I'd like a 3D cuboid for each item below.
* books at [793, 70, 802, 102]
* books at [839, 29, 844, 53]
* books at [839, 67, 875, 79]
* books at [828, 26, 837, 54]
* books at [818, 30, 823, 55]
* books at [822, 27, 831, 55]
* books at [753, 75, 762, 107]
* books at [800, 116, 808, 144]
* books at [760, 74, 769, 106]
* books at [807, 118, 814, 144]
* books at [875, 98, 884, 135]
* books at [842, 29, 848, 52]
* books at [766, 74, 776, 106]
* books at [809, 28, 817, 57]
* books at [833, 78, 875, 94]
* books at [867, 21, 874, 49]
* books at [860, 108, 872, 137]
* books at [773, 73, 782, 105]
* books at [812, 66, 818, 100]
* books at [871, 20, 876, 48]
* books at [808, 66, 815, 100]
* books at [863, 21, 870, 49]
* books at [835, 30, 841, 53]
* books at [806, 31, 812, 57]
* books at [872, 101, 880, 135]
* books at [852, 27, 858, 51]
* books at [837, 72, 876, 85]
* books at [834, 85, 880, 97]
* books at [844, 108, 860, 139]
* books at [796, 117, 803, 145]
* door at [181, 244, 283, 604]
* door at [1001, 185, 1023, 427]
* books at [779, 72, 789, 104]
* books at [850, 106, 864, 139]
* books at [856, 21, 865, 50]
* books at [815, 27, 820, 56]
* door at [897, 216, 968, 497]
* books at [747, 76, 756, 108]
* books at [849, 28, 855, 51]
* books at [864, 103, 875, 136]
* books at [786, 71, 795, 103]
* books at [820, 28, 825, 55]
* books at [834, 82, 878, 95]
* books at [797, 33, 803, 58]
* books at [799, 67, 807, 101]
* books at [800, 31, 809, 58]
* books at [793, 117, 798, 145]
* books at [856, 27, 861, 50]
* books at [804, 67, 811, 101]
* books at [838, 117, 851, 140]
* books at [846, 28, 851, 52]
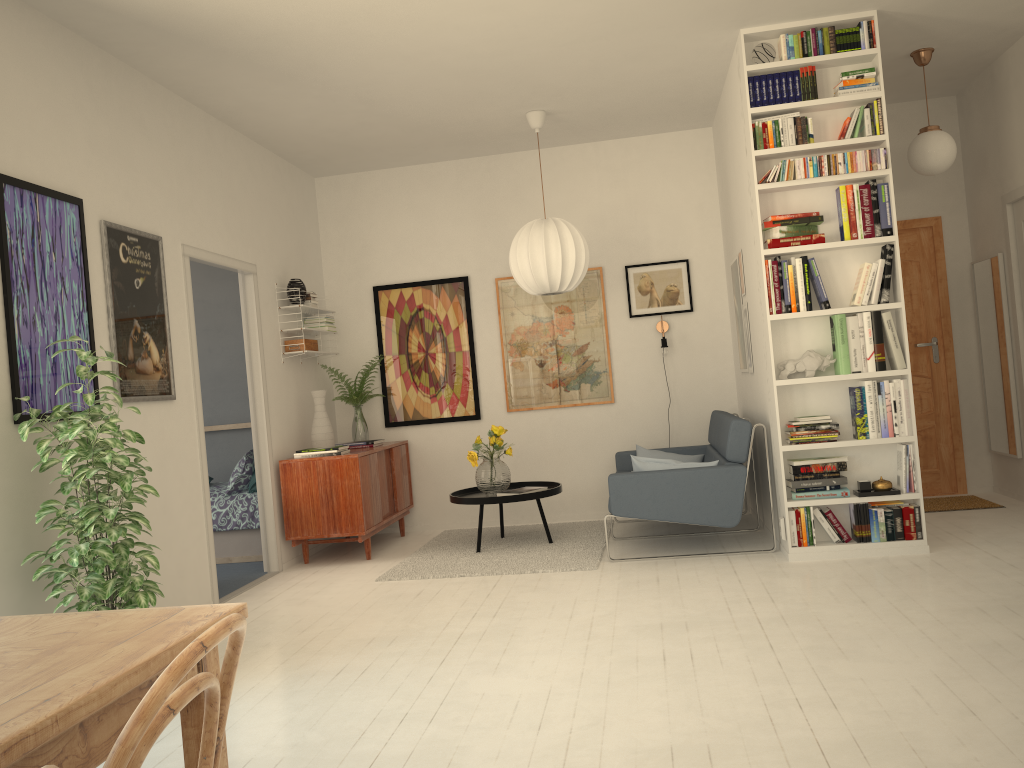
[{"bbox_3d":[1.562,-1.612,4.898,0.034,0.179,0.188,-5,0,8],"label":"books"},{"bbox_3d":[1.780,-1.841,4.832,0.017,0.130,0.150,-5,0,8],"label":"books"},{"bbox_3d":[1.877,-1.670,4.844,0.169,0.032,0.188,-5,0,13],"label":"books"},{"bbox_3d":[1.741,-1.849,4.866,0.032,0.152,0.200,-5,0,8],"label":"books"},{"bbox_3d":[1.676,-1.835,4.873,0.019,0.137,0.201,-5,0,8],"label":"books"},{"bbox_3d":[1.711,-1.847,4.886,0.032,0.154,0.212,-5,0,8],"label":"books"},{"bbox_3d":[1.354,-1.593,4.928,0.034,0.179,0.188,-5,0,8],"label":"books"},{"bbox_3d":[1.588,-1.367,4.864,0.023,0.153,0.176,-5,0,8],"label":"books"},{"bbox_3d":[1.389,-1.596,4.923,0.034,0.179,0.188,-5,0,8],"label":"books"},{"bbox_3d":[1.629,-1.365,4.877,0.020,0.145,0.189,-5,0,8],"label":"books"},{"bbox_3d":[1.981,-1.427,4.832,0.022,0.199,0.212,-5,0,8],"label":"books"},{"bbox_3d":[1.797,-1.843,4.829,0.017,0.130,0.150,-5,0,8],"label":"books"},{"bbox_3d":[1.423,-1.600,4.918,0.034,0.179,0.188,-5,0,8],"label":"books"},{"bbox_3d":[1.645,-1.842,4.893,0.024,0.156,0.228,-5,0,8],"label":"books"},{"bbox_3d":[1.857,-1.620,4.853,0.173,0.030,0.199,-5,0,-2],"label":"books"},{"bbox_3d":[1.932,-1.865,4.844,0.021,0.151,0.228,-5,0,8],"label":"books"},{"bbox_3d":[1.918,-1.398,4.840,0.030,0.153,0.200,-5,0,8],"label":"books"},{"bbox_3d":[1.458,-1.603,4.913,0.034,0.179,0.188,-5,0,8],"label":"books"},{"bbox_3d":[1.652,-1.626,4.895,0.020,0.191,0.205,-5,0,8],"label":"books"},{"bbox_3d":[1.951,-1.868,4.863,0.014,0.154,0.260,-5,0,8],"label":"books"},{"bbox_3d":[1.631,-1.624,4.887,0.020,0.191,0.205,-5,0,8],"label":"books"},{"bbox_3d":[1.911,-1.865,4.850,0.020,0.156,0.229,-5,0,8],"label":"books"},{"bbox_3d":[1.763,-1.840,4.834,0.017,0.130,0.150,-5,0,8],"label":"books"},{"bbox_3d":[1.621,-1.836,4.888,0.024,0.148,0.188,-5,0,8],"label":"books"},{"bbox_3d":[1.963,-1.420,4.837,0.014,0.188,0.218,-5,0,8],"label":"books"},{"bbox_3d":[1.849,-1.847,4.822,0.017,0.130,0.150,-5,0,8],"label":"books"},{"bbox_3d":[1.868,-1.645,4.829,0.179,0.016,0.208,-5,0,13],"label":"books"},{"bbox_3d":[1.873,-1.568,4.853,0.214,0.038,0.222,-5,0,8],"label":"books"},{"bbox_3d":[1.844,-1.397,4.868,0.092,0.165,0.222,-5,0,8],"label":"books"},{"bbox_3d":[1.569,-1.366,4.900,0.024,0.155,0.206,-5,0,8],"label":"books"},{"bbox_3d":[-2.105,0.266,5.453,0.882,2.033,0.955,-5,-1,8],"label":"door"},{"bbox_3d":[3.301,-0.223,5.336,0.166,2.033,0.955,-5,-1,8],"label":"door"},{"bbox_3d":[1.492,-1.606,4.908,0.034,0.179,0.188,-5,0,8],"label":"books"},{"bbox_3d":[1.874,-1.403,4.850,0.065,0.168,0.228,-5,0,8],"label":"books"},{"bbox_3d":[1.885,-1.861,4.816,0.019,0.157,0.150,-5,0,8],"label":"books"},{"bbox_3d":[1.662,-1.844,4.885,0.012,0.158,0.220,-5,0,8],"label":"books"},{"bbox_3d":[2.773,-0.172,6.576,0.931,2.033,0.159,-5,-1,8],"label":"door"},{"bbox_3d":[1.320,-1.590,4.933,0.034,0.179,0.188,-5,0,8],"label":"books"},{"bbox_3d":[1.832,-1.846,4.824,0.017,0.130,0.150,-5,0,8],"label":"books"},{"bbox_3d":[1.946,-1.418,4.853,0.022,0.187,0.186,-5,0,8],"label":"books"},{"bbox_3d":[1.527,-1.609,4.903,0.034,0.179,0.188,-5,0,8],"label":"books"},{"bbox_3d":[1.690,-1.844,4.878,0.009,0.151,0.208,-5,0,8],"label":"books"},{"bbox_3d":[1.872,-1.597,4.852,0.200,0.018,0.208,-5,0,8],"label":"books"},{"bbox_3d":[1.574,-1.828,4.898,0.018,0.141,0.206,-5,0,8],"label":"books"},{"bbox_3d":[1.592,-1.620,4.904,0.020,0.191,0.205,-5,0,8],"label":"books"},{"bbox_3d":[1.593,-1.832,4.876,0.028,0.147,0.192,-5,0,8],"label":"books"},{"bbox_3d":[1.548,-1.366,4.883,0.013,0.159,0.176,-5,0,8],"label":"books"},{"bbox_3d":[1.866,-1.849,4.819,0.017,0.130,0.150,-5,0,8],"label":"books"},{"bbox_3d":[1.612,-1.622,4.898,0.020,0.191,0.205,-5,0,8],"label":"books"},{"bbox_3d":[1.814,-1.377,4.884,0.073,0.129,0.200,-5,0,8],"label":"books"},{"bbox_3d":[1.815,-1.844,4.827,0.017,0.130,0.150,-5,0,8],"label":"books"}]
